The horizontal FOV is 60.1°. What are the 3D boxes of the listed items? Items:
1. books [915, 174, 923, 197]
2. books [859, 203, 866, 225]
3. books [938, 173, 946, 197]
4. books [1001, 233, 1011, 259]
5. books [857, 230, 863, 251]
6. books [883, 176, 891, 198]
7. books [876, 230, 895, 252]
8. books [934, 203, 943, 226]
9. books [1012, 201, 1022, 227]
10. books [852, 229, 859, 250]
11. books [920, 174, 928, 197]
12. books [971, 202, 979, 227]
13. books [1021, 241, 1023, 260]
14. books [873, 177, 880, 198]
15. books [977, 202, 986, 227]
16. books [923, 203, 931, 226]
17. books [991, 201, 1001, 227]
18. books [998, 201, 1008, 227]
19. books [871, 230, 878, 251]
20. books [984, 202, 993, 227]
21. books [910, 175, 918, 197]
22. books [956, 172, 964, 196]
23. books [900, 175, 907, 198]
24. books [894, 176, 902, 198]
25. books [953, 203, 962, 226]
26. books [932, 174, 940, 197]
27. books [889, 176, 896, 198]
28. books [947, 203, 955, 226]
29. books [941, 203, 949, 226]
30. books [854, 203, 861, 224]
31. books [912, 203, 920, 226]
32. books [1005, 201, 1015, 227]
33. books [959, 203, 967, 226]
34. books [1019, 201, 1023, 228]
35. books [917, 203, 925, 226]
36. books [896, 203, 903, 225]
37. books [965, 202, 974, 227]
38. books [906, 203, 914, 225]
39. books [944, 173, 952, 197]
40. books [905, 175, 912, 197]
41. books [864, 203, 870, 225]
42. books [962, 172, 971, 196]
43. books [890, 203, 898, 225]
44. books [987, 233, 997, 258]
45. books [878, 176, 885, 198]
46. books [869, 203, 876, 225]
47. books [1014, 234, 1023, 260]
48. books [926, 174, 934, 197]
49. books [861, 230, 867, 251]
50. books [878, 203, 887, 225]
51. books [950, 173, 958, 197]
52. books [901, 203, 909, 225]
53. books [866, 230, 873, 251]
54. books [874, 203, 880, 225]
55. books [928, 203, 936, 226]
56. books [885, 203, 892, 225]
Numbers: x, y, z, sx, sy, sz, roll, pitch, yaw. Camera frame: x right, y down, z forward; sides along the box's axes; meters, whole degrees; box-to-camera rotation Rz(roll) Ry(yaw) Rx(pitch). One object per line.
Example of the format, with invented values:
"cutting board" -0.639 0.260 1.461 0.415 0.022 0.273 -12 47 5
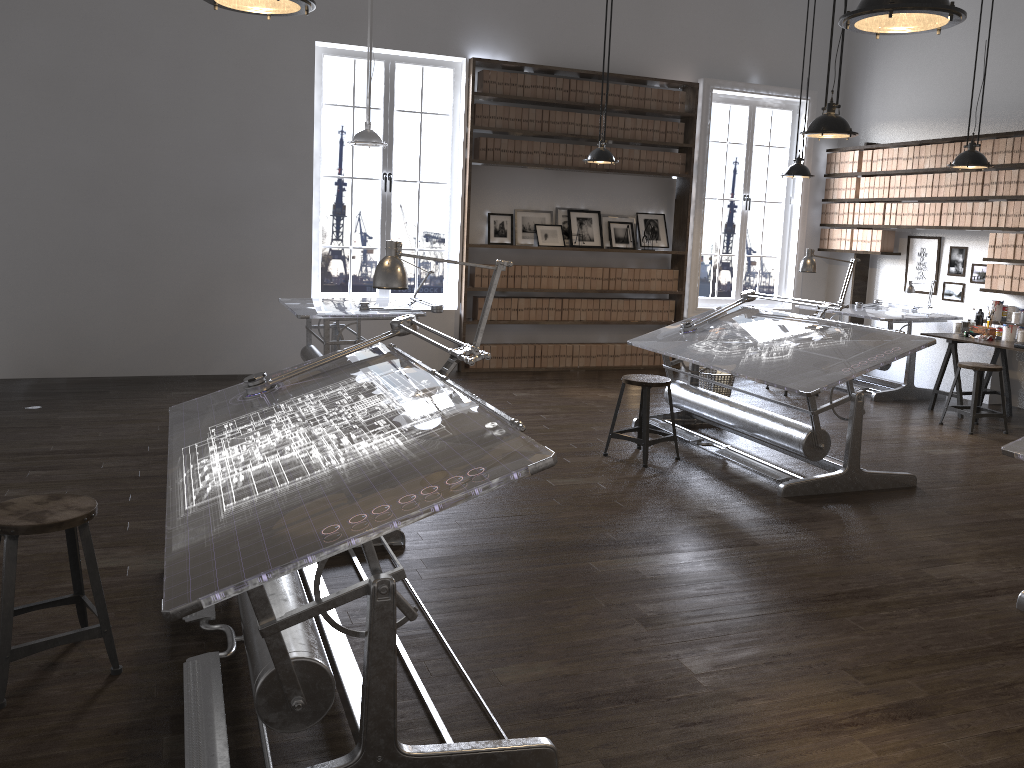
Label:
"books" 4.041 -1.927 8.650 0.174 0.224 0.067 -1 8 -21
"books" 3.769 -1.796 9.366 0.174 0.224 0.067 -1 8 -21
"books" 4.140 -1.877 8.395 0.174 0.224 0.067 -1 8 -21
"books" 4.383 -1.203 7.757 0.174 0.224 0.067 -1 8 -21
"books" 3.760 -1.522 9.394 0.174 0.224 0.067 -1 8 -21
"books" 3.889 -2.003 9.040 0.174 0.224 0.067 -1 8 -21
"books" 3.856 -1.473 9.145 0.174 0.224 0.067 -1 8 -21
"books" 4.121 -1.607 8.433 0.174 0.224 0.067 -1 8 -21
"books" 4.423 -1.461 7.648 0.174 0.224 0.067 -1 8 -21
"books" 3.732 -1.535 9.460 0.174 0.224 0.067 -1 8 -21
"books" 4.062 -1.915 8.591 0.174 0.224 0.067 -1 8 -21
"books" 4.273 -1.531 8.044 0.174 0.224 0.067 -1 8 -21
"books" 4.456 -1.166 7.567 0.174 0.224 0.067 -1 8 -21
"books" 3.843 -2.028 9.170 0.174 0.224 0.067 -1 8 -21
"books" 4.293 -1.520 7.985 0.174 0.224 0.067 -1 8 -21
"books" 4.074 -1.633 8.564 0.174 0.224 0.067 -1 8 -21
"books" 4.343 -1.500 7.843 0.174 0.224 0.067 -1 8 -21
"books" 4.372 -1.487 7.777 0.174 0.224 0.067 -1 8 -21
"books" 3.833 -1.486 9.210 0.174 0.224 0.067 -1 8 -21
"books" 4.317 -1.507 7.917 0.174 0.224 0.067 -1 8 -21
"books" 4.014 -1.939 8.710 0.174 0.224 0.067 -1 8 -21
"books" 4.209 -1.838 8.194 0.174 0.224 0.067 -1 8 -21
"books" 3.970 -1.964 8.840 0.174 0.224 0.067 -1 8 -21
"books" 3.942 -1.976 8.905 0.174 0.224 0.067 -1 8 -21
"books" 4.202 -1.568 8.234 0.174 0.224 0.067 -1 8 -21
"books" 4.114 -1.890 8.459 0.174 0.224 0.067 -1 8 -21
"books" 3.921 -1.989 8.972 0.174 0.224 0.067 -1 8 -21
"books" 4.173 -1.581 8.298 0.174 0.224 0.067 -1 8 -21
"books" 4.152 -1.594 8.366 0.174 0.224 0.067 -1 8 -21
"books" 3.740 -1.809 9.432 0.174 0.224 0.067 -1 8 -21
"books" 4.023 -1.657 8.688 0.174 0.224 0.067 -1 8 -21
"books" 4.400 -1.474 7.714 0.174 0.224 0.067 -1 8 -21
"books" 4.227 -1.556 8.168 0.174 0.224 0.067 -1 8 -21
"books" 4.444 -1.449 7.582 0.174 0.224 0.067 -1 8 -21
"books" 4.048 -1.644 8.621 0.174 0.224 0.067 -1 8 -21
"books" 3.953 -1.695 8.887 0.174 0.224 0.067 -1 8 -21
"books" 4.245 -1.543 8.104 0.174 0.224 0.067 -1 8 -21
"books" 4.000 -1.670 8.756 0.174 0.224 0.067 -1 8 -21
"books" 4.161 -1.864 8.329 0.174 0.224 0.067 -1 8 -21
"books" 3.995 -1.951 8.775 0.174 0.224 0.067 -1 8 -21
"books" 3.797 -1.783 9.303 0.174 0.224 0.067 -1 8 -21
"books" 4.235 -1.827 8.137 0.174 0.224 0.067 -1 8 -21
"books" 3.925 -1.708 8.950 0.174 0.224 0.067 -1 8 -21
"books" 4.332 -1.227 7.881 0.174 0.224 0.067 -1 8 -21
"books" 3.869 -2.016 9.110 0.174 0.224 0.067 -1 8 -21
"books" 3.820 -1.771 9.237 0.174 0.224 0.067 -1 8 -21
"books" 4.431 -1.179 7.633 0.174 0.224 0.067 -1 8 -21
"books" 4.086 -1.902 8.523 0.174 0.224 0.067 -1 8 -21
"books" 3.783 -1.510 9.336 0.174 0.224 0.067 -1 8 -21
"books" 3.863 -1.746 9.108 0.174 0.224 0.067 -1 8 -21
"books" 4.184 -1.851 8.261 0.174 0.224 0.067 -1 8 -21
"books" 3.980 -1.683 8.823 0.174 0.224 0.067 -1 8 -21
"books" 3.802 -1.498 9.273 0.174 0.224 0.067 -1 8 -21
"books" 3.845 -1.757 9.168 0.174 0.224 0.067 -1 8 -21
"books" 4.100 -1.621 8.504 0.174 0.224 0.067 -1 8 -21
"books" 3.898 -1.723 9.027 0.174 0.224 0.067 -1 8 -21
